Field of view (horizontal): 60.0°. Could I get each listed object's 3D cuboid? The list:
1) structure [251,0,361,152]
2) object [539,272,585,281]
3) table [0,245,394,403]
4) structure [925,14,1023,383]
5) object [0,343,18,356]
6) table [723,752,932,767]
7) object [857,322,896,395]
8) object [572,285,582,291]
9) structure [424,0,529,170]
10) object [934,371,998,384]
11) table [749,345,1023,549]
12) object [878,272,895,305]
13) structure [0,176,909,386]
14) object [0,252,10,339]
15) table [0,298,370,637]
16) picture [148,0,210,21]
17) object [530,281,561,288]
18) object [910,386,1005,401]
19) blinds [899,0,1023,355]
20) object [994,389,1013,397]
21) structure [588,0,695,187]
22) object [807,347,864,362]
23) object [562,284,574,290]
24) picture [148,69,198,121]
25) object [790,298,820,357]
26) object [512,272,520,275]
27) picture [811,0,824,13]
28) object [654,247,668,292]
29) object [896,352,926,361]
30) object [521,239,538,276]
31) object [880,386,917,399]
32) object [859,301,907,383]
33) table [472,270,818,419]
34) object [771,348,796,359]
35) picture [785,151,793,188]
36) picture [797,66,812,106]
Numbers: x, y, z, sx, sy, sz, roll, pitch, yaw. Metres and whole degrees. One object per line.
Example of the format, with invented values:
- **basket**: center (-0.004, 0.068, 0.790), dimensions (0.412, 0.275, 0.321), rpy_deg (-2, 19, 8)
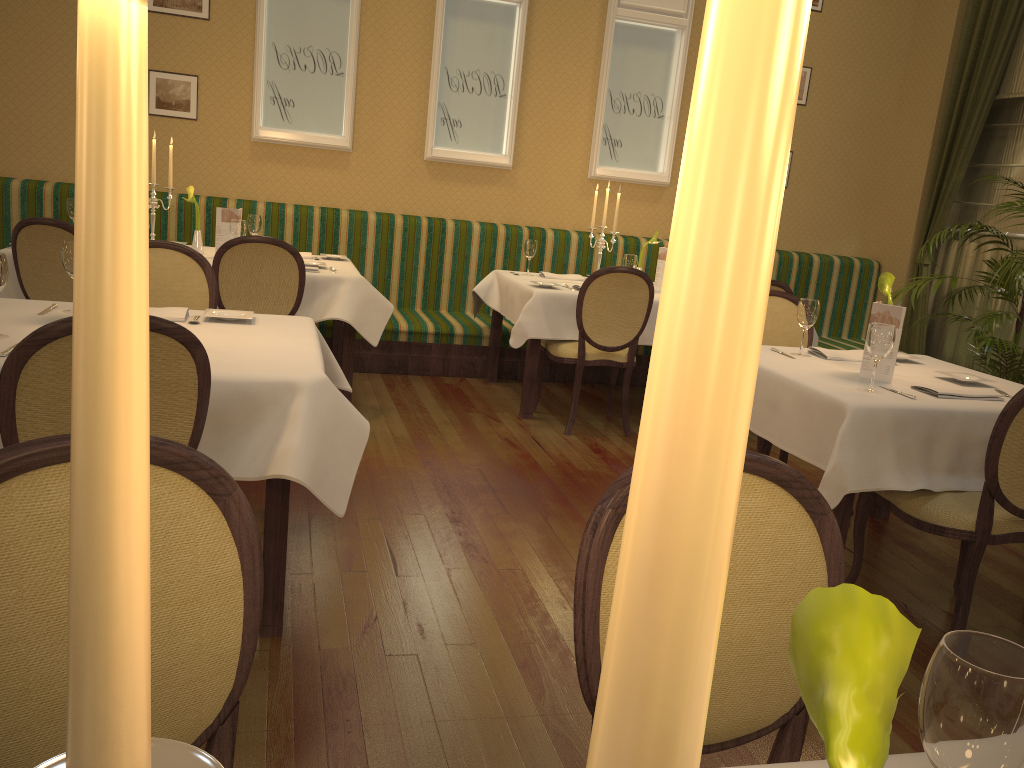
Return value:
- **structure**: center (-1.327, -3.124, 5.932), dimensions (0.687, 2.985, 0.200), rpy_deg (3, 13, -15)
- **object**: center (0.326, -0.701, 5.779), dimensions (0.273, 0.033, 0.142), rpy_deg (3, 13, -15)
- **table**: center (-1.763, -0.348, 5.003), dimensions (2.152, 0.759, 1.385), rpy_deg (3, 13, -15)
- **structure**: center (3.698, -1.927, 6.012), dimensions (0.123, 4.511, 1.942), rpy_deg (3, 13, -15)
- **object**: center (-1.297, -0.094, 2.303), dimensions (0.017, 0.010, 0.185), rpy_deg (3, 13, -15)
- **table**: center (0.141, 0.866, 0.419), dimensions (2.152, 0.759, 1.385), rpy_deg (3, 13, -15)
- **object**: center (1.216, -0.086, 2.955), dimensions (0.088, 0.229, 0.088), rpy_deg (14, 15, 32)
- **object**: center (0.505, -0.559, 5.223), dimensions (0.273, 0.033, 0.142), rpy_deg (3, 13, -15)
- **structure**: center (-0.174, -3.071, 6.244), dimensions (0.661, 2.985, 0.200), rpy_deg (3, 13, -15)
- **object**: center (1.715, -0.017, 3.363), dimensions (0.160, 0.024, 0.160), rpy_deg (3, 13, -15)
- **table**: center (1.427, 0.335, 3.432), dimensions (1.395, 0.759, 1.389), rpy_deg (3, 13, -14)
- **object**: center (1.430, -0.239, 3.408), dimensions (0.076, 0.375, 0.163), rpy_deg (7, 12, 6)
- **structure**: center (-3.910, -0.796, 5.399), dimensions (14.516, 1.031, 0.850), rpy_deg (3, 13, -15)
- **object**: center (-1.413, -0.241, 2.403), dimensions (0.088, 0.229, 0.088), rpy_deg (12, 14, 26)
- **table**: center (-1.175, 0.217, 2.727), dimensions (1.395, 0.759, 1.389), rpy_deg (3, 13, -14)
- **picture**: center (-2.193, -2.573, 5.825), dimensions (0.401, 0.294, 0.008), rpy_deg (3, 13, -15)
- **object**: center (0.195, -0.571, 5.145), dimensions (0.160, 0.024, 0.160), rpy_deg (3, 13, -15)
- **object**: center (1.550, 0.028, 3.087), dimensions (0.273, 0.024, 0.142), rpy_deg (3, 13, -15)
- **blinds**: center (3.590, -1.944, 5.978), dimensions (0.225, 4.537, 1.934), rpy_deg (2, 13, -16)
- **object**: center (1.768, 0.046, 3.120), dimensions (0.038, 0.015, 0.181), rpy_deg (3, 13, -14)
- **structure**: center (1.050, -3.016, 6.575), dimensions (0.670, 2.985, 0.200), rpy_deg (3, 13, -15)
- **object**: center (1.377, -0.119, 3.652), dimensions (0.273, 0.033, 0.142), rpy_deg (3, 13, -15)
- **object**: center (0.333, -0.572, 5.232), dimensions (0.038, 0.015, 0.181), rpy_deg (3, 13, -14)
- **picture**: center (-2.277, -1.941, 5.960), dimensions (0.313, 0.294, 0.008), rpy_deg (3, 13, -15)
- **object**: center (1.187, -0.229, 3.588), dimensions (0.088, 0.229, 0.088), rpy_deg (14, 15, 32)
- **object**: center (0.017, -0.721, 5.756), dimensions (0.038, 0.015, 0.181), rpy_deg (3, 13, -14)
- **picture**: center (2.195, -3.061, 6.842), dimensions (0.504, 0.294, 0.008), rpy_deg (3, 13, -15)
- **object**: center (0.954, -0.723, 5.609), dimensions (0.081, 0.277, 0.166), rpy_deg (6, 12, 1)
- **object**: center (1.629, -0.112, 3.752), dimensions (0.160, 0.024, 0.160), rpy_deg (3, 13, -15)
- **object**: center (0.115, -0.820, 5.751), dimensions (0.088, 0.229, 0.088), rpy_deg (14, 15, 32)
- **object**: center (1.304, 0.024, 3.008), dimensions (0.017, 0.010, 0.185), rpy_deg (3, 13, -15)
- **object**: center (1.324, -0.157, 3.225), dimensions (0.081, 0.277, 0.166), rpy_deg (4, 13, -9)
- **table**: center (0.840, -0.230, 5.707), dimensions (2.152, 0.759, 1.385), rpy_deg (3, 13, -15)
- **object**: center (1.097, -0.124, 3.582), dimensions (0.017, 0.010, 0.185), rpy_deg (3, 13, -14)
- **picture**: center (2.043, -1.744, 7.130), dimensions (0.437, 0.294, 0.008), rpy_deg (3, 13, -15)
- **picture**: center (2.123, -2.377, 6.993), dimensions (0.504, 0.294, 0.008), rpy_deg (3, 13, -15)
